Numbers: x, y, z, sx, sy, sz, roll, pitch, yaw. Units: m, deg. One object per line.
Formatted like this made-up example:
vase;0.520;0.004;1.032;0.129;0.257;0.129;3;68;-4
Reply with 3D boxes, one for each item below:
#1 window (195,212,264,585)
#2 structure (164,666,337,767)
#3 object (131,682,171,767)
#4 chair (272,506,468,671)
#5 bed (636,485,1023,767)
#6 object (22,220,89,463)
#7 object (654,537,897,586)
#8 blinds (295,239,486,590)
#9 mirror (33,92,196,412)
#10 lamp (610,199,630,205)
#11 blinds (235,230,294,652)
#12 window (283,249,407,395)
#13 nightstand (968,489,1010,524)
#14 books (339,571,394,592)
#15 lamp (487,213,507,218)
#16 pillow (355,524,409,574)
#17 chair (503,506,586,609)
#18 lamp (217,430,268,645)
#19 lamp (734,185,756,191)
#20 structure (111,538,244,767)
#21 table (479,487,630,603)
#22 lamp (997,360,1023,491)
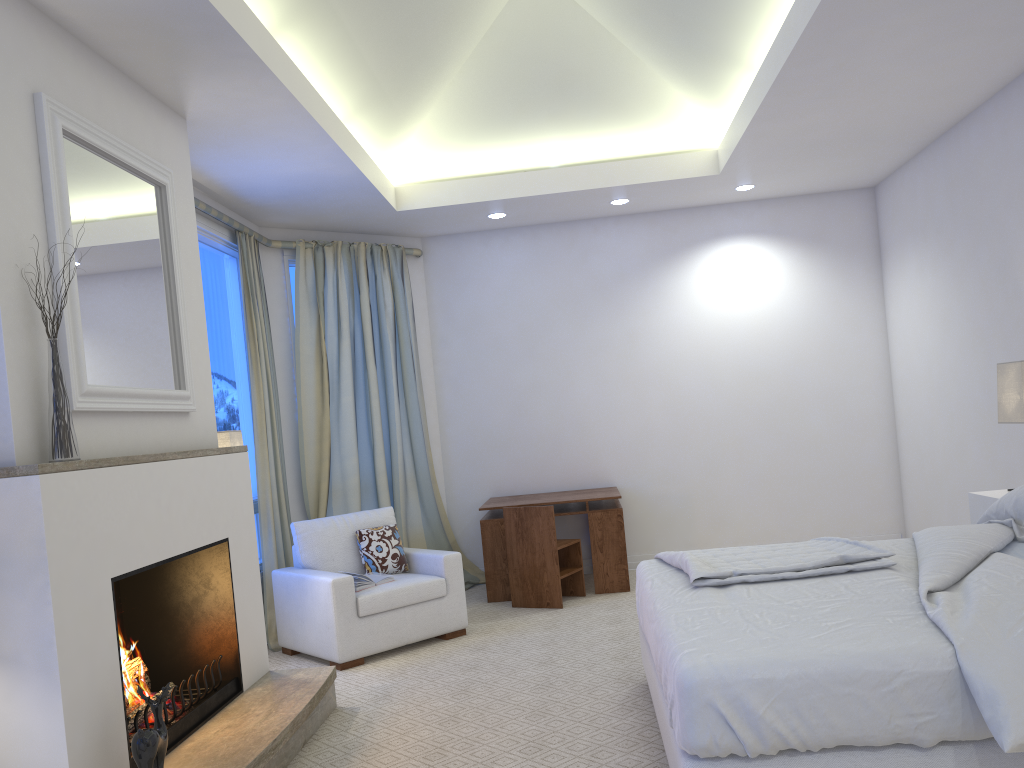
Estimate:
window;-1.639;0.130;4.706;0.206;2.027;1.512;-5;0;4
structure;-0.915;1.261;3.023;0.329;0.172;1.455;-6;-2;4
object;-1.004;1.008;2.497;0.096;0.308;0.180;-5;0;-9
chair;-0.773;1.055;4.783;0.804;0.704;0.689;-4;-1;-41
bed;1.440;0.705;2.810;2.020;0.815;1.969;-6;-2;4
object;-1.253;-0.130;2.500;0.189;0.693;0.192;-5;1;32
object;0.944;0.822;3.310;0.718;0.466;0.913;-5;-2;0
blinds;-0.940;0.252;5.792;1.766;2.419;0.296;-5;0;-39
mirror;-1.313;-0.374;3.024;0.039;0.940;0.840;-5;-1;4
lamp;0.710;-1.193;5.826;0.137;0.014;0.137;-4;-3;-24
blinds;-1.339;0.279;5.192;0.295;2.390;0.779;-5;0;0
window;-1.299;0.026;3.029;0.814;2.025;6.846;-5;-2;4
nightstand;2.242;0.737;2.818;0.400;0.600;2.550;-5;-2;4
books;-0.764;1.001;4.586;0.236;0.089;0.194;-3;-3;-44
lamp;-0.099;-1.113;5.889;0.137;0.014;0.137;-4;-3;-24
pillow;-0.713;0.923;4.889;0.274;0.273;0.136;-5;0;-41
chair;0.202;1.038;5.449;0.341;0.610;0.339;-5;0;29
lamp;-1.444;0.878;5.018;0.319;1.206;2.366;-5;-2;-7
lamp;1.516;-1.272;5.763;0.137;0.014;0.137;-4;-3;-24
structure;-1.349;0.912;3.050;0.476;0.615;0.875;-5;-1;4
table;0.292;1.054;5.928;0.900;0.600;0.740;-6;-1;4
lamp;2.318;0.183;3.927;0.210;0.582;0.210;-5;0;-1
